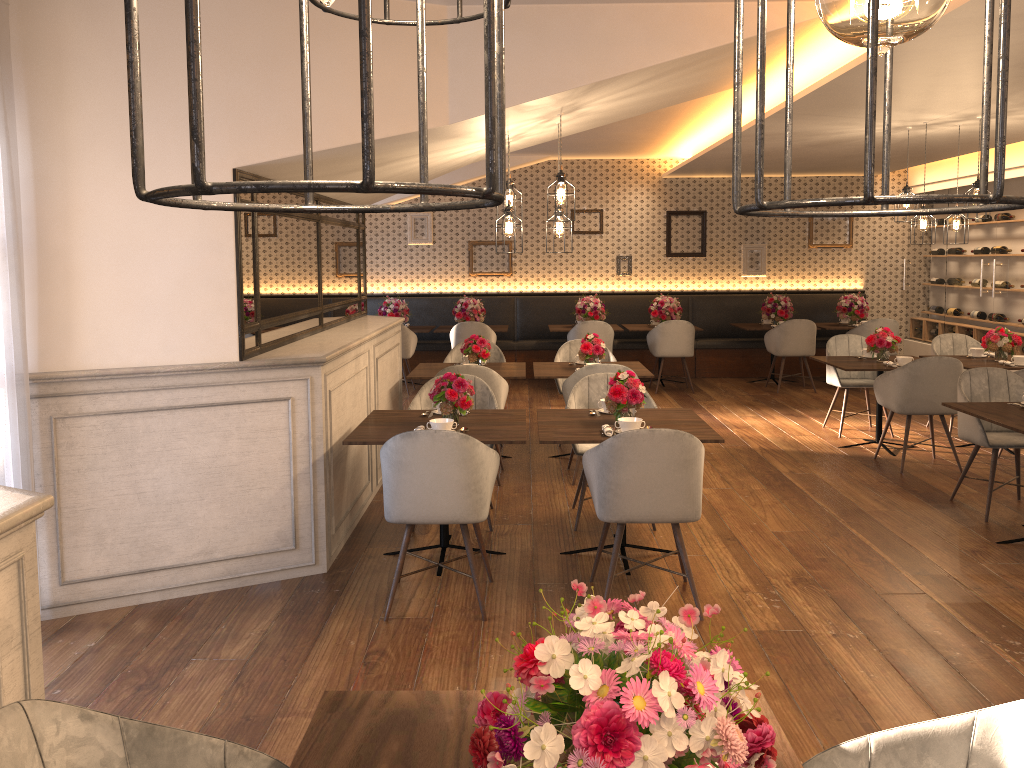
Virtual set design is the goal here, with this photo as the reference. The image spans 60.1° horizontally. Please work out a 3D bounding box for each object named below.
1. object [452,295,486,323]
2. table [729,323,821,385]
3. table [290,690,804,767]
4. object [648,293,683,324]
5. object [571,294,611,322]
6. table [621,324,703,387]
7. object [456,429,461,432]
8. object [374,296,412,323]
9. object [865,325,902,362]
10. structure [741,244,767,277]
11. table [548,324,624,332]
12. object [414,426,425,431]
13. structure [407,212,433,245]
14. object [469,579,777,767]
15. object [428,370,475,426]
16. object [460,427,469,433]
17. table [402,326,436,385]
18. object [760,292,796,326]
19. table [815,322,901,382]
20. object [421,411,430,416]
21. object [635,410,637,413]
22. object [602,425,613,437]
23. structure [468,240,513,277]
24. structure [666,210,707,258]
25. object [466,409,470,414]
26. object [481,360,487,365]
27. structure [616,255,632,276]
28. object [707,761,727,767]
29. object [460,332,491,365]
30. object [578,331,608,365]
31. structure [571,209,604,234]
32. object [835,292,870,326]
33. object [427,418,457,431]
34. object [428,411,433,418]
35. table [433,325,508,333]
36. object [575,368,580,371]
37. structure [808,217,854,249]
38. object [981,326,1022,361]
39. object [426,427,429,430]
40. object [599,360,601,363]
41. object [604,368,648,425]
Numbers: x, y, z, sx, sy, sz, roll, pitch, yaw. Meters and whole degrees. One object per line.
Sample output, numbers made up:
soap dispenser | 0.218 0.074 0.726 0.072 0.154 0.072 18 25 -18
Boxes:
object | -0.538 -0.905 11.103 0.420 0.423 0.407 -2 7 -11
table | 3.293 -0.375 11.177 0.896 0.717 0.902 0 7 1
table | 0.059 1.051 1.403 0.896 0.717 0.902 0 7 1
object | 1.916 -0.921 11.056 0.419 0.423 0.408 0 6 3
object | 0.986 -0.928 11.169 0.406 0.423 0.421 6 9 44
table | 1.877 -0.366 11.198 0.896 0.717 0.902 0 7 1
object | -0.274 0.249 4.481 0.022 0.004 0.212 0 8 1
object | -1.486 -0.900 11.122 0.406 0.423 0.421 5 9 43
object | 3.082 -0.339 7.341 0.305 0.300 0.235 -3 7 -21
structure | 3.281 -1.675 11.993 0.340 0.438 0.035 0 5 1
table | 0.918 -0.359 11.212 0.896 0.717 0.902 0 7 1
object | -0.467 0.237 4.456 0.056 0.039 0.176 0 8 1
structure | -1.246 -2.113 12.020 0.340 0.438 0.035 0 5 1
object | 0.154 0.498 1.233 0.420 0.423 0.407 -2 7 -11
object | -0.329 0.069 4.694 0.234 0.300 0.306 -3 7 -24
object | -0.247 0.244 4.474 0.043 0.015 0.198 0 8 5
table | -1.457 -0.344 11.247 0.896 0.717 0.902 0 7 1
object | 3.310 -0.932 11.048 0.406 0.423 0.421 5 9 43
table | 4.252 -0.381 11.163 0.896 0.717 0.902 0 7 1
object | -0.493 0.165 5.045 0.043 0.015 0.198 -1 8 -3
object | 0.679 0.143 5.046 0.056 0.039 0.176 0 8 1
object | 0.478 0.231 4.442 0.056 0.039 0.176 0 8 1
structure | -0.292 -1.705 12.041 0.601 0.483 0.032 0 5 1
structure | 2.358 -2.030 11.983 0.544 0.629 0.035 0 5 1
object | -0.266 0.149 5.060 0.056 0.039 0.176 0 8 1
object | -0.234 -0.182 7.373 0.056 0.039 0.176 0 8 1
structure | 1.526 -1.607 12.031 0.216 0.276 0.018 0 5 1
object | 0.346 0.654 1.371 0.148 0.072 0.149 7 10 43
object | -0.297 -0.261 7.007 0.234 0.300 0.306 -3 7 -24
object | 0.642 -0.269 7.005 0.234 0.300 0.307 2 7 20
structure | 1.016 -2.196 11.990 0.449 0.343 0.016 0 5 1
object | 4.250 -0.940 11.045 0.406 0.423 0.421 6 9 44
object | -0.353 0.219 4.453 0.148 0.072 0.149 -5 9 -31
object | -0.458 0.171 5.038 0.022 0.004 0.212 0 8 1
table | -0.498 -0.350 11.233 0.896 0.717 0.902 0 7 1
object | 0.511 -0.100 6.755 0.056 0.039 0.176 0 8 1
structure | 4.303 -2.073 11.944 0.601 0.483 0.032 0 5 1
object | 4.031 -0.340 7.295 0.305 0.300 0.235 2 7 22
object | -0.432 0.242 4.466 0.025 0.024 0.194 0 8 1
object | 0.711 -0.188 7.359 0.056 0.039 0.176 0 8 1
object | 0.610 0.061 4.692 0.234 0.300 0.307 2 7 20
